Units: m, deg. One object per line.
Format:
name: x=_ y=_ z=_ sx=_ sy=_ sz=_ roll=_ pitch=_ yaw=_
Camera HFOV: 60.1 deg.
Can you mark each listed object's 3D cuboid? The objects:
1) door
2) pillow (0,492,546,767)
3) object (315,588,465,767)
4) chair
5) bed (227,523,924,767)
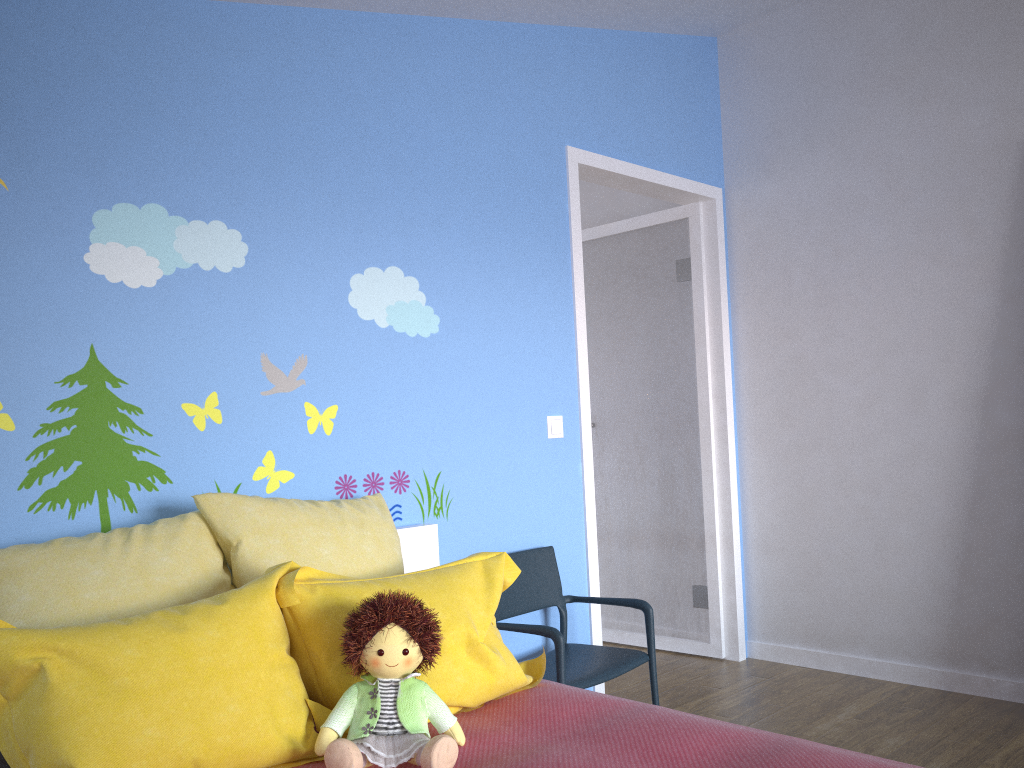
door: x=0.285 y=0.217 z=3.997 sx=1.032 sy=2.128 sz=1.000 roll=-2 pitch=-1 yaw=-44
pillow: x=-0.563 y=0.505 z=1.923 sx=1.344 sy=0.531 sz=0.681 roll=0 pitch=-3 yaw=-43
object: x=-0.234 y=0.569 z=1.682 sx=0.286 sy=0.342 sz=0.251 roll=-3 pitch=-1 yaw=-9
chair: x=0.156 y=0.888 z=2.840 sx=0.417 sy=0.674 sz=0.512 roll=-4 pitch=-1 yaw=43
bed: x=0.008 y=0.747 z=1.370 sx=1.925 sy=0.811 sz=2.322 roll=0 pitch=-4 yaw=-44
